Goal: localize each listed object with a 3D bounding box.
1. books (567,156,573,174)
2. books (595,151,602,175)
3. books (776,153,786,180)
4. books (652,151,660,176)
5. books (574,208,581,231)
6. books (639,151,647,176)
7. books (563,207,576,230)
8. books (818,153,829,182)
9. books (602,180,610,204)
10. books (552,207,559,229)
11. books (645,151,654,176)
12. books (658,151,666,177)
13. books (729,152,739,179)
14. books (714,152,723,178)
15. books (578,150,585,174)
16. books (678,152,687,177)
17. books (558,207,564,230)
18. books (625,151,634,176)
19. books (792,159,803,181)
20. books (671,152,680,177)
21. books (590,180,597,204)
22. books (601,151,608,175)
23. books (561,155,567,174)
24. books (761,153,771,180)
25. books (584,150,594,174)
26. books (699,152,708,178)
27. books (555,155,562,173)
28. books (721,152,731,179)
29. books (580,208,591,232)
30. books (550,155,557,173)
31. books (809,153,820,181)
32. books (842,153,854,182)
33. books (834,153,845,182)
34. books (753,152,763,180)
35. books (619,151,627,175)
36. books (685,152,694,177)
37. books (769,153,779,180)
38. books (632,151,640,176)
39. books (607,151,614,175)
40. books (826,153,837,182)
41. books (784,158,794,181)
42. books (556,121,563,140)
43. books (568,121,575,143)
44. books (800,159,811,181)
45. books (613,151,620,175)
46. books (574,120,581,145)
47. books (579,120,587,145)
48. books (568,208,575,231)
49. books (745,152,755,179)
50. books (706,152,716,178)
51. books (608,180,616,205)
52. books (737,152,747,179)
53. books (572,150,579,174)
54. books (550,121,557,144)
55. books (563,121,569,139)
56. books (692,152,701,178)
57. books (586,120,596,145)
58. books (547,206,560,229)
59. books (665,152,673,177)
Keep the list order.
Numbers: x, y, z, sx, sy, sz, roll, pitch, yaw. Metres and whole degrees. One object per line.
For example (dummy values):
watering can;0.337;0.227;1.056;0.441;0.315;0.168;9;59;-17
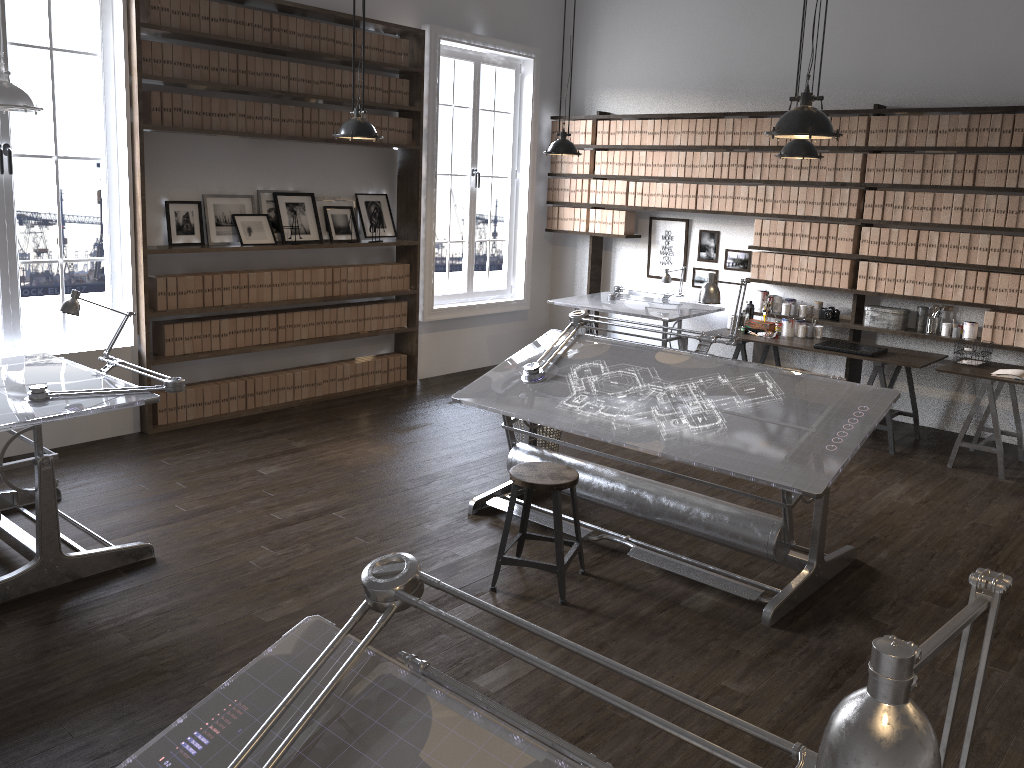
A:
books;0.616;-2.165;8.647;0.067;0.223;0.175;11;14;40
books;0.870;-2.099;8.428;0.067;0.223;0.175;11;14;40
books;2.241;-1.774;7.248;0.067;0.224;0.175;11;14;40
books;1.350;-1.987;8.020;0.067;0.223;0.175;11;14;40
books;0.689;-1.604;8.654;0.067;0.223;0.175;11;14;40
books;1.240;-2.011;8.109;0.067;0.223;0.175;11;14;40
books;0.590;-1.629;8.745;0.067;0.223;0.175;11;14;40
books;2.503;-1.714;7.032;0.067;0.223;0.175;11;14;40
books;0.939;-1.820;8.411;0.067;0.223;0.175;11;14;40
books;0.483;-1.653;8.833;0.067;0.224;0.175;11;14;40
books;1.296;-1.999;8.066;0.067;0.223;0.175;11;14;40
books;1.396;-1.974;7.973;0.067;0.224;0.175;11;14;40
books;1.923;-1.851;7.529;0.067;0.223;0.175;11;14;40
books;1.814;-1.875;7.614;0.067;0.224;0.175;11;14;40
books;0.718;-2.142;8.562;0.067;0.223;0.175;11;14;40
books;1.549;-1.938;7.843;0.067;0.224;0.175;11;14;40
books;0.542;-1.641;8.789;0.067;0.223;0.175;11;14;40
books;1.130;-2.037;8.202;0.067;0.224;0.175;11;14;40
books;2.341;-1.751;7.166;0.067;0.223;0.175;11;14;40
books;1.496;-1.951;7.891;0.067;0.223;0.175;11;14;40
books;0.827;-1.845;8.497;0.067;0.223;0.175;11;14;40
books;0.923;-2.086;8.379;0.067;0.223;0.175;11;14;40
books;0.568;-2.176;8.687;0.067;0.223;0.175;11;14;40
books;2.141;-1.799;7.341;0.067;0.223;0.175;11;14;40
books;0.771;-2.129;8.516;0.067;0.223;0.175;11;14;40
books;1.708;-1.901;7.709;0.067;0.223;0.175;11;14;40
books;0.512;-2.189;8.732;0.067;0.224;0.175;11;14;40
books;1.865;-1.864;7.576;0.067;0.223;0.175;11;14;40
books;0.746;-1.592;8.610;0.067;0.223;0.175;11;14;40
books;0.462;-2.202;8.780;0.067;0.223;0.175;11;14;40
books;2.449;-1.726;7.076;0.067;0.223;0.175;11;14;40
books;2.650;-1.678;6.901;0.067;0.223;0.175;11;14;40
books;2.604;-1.690;6.942;0.067;0.223;0.175;11;14;40
books;2.085;-1.811;7.384;0.067;0.223;0.175;11;14;40
books;1.078;-2.051;8.254;0.067;0.223;0.175;11;14;40
books;1.604;-1.926;7.801;0.067;0.223;0.175;11;14;40
books;2.195;-1.787;7.295;0.067;0.223;0.175;11;14;40
books;1.190;-2.025;8.158;0.067;0.223;0.175;11;14;40
books;0.977;-2.073;8.332;0.067;0.224;0.175;11;14;40
books;2.551;-1.701;6.982;0.067;0.224;0.175;11;14;40
books;2.295;-1.763;7.208;0.067;0.223;0.175;11;14;40
books;0.517;-2.460;8.688;0.067;0.223;0.175;11;14;40
books;0.629;-2.436;8.601;0.067;0.223;0.175;11;14;40
books;2.394;-1.738;7.118;0.067;0.224;0.175;11;14;40
books;1.027;-2.062;8.295;0.067;0.223;0.175;11;14;40
books;0.680;-2.423;8.555;0.067;0.223;0.175;11;14;40
books;0.730;-2.410;8.507;0.067;0.224;0.175;11;14;40
books;0.635;-1.617;8.701;0.067;0.224;0.175;11;14;40
books;2.035;-1.825;7.433;0.067;0.223;0.175;11;14;40
books;1.760;-1.888;7.660;0.067;0.223;0.175;11;14;40
books;0.990;-1.808;8.365;0.067;0.223;0.175;11;14;40
books;1.975;-1.837;7.477;0.067;0.224;0.175;11;14;40
books;0.663;-2.153;8.601;0.067;0.224;0.175;11;14;40
books;0.463;-2.473;8.734;0.067;0.224;0.175;11;14;40
books;0.574;-2.448;8.643;0.067;0.223;0.175;11;14;40
books;1.658;-1.914;7.757;0.067;0.223;0.175;11;14;40
books;0.786;-2.398;8.461;0.067;0.223;0.175;11;14;40
books;0.430;-1.667;8.885;0.067;0.223;0.175;11;14;40
books;1.450;-1.963;7.933;0.067;0.223;0.175;11;14;40
